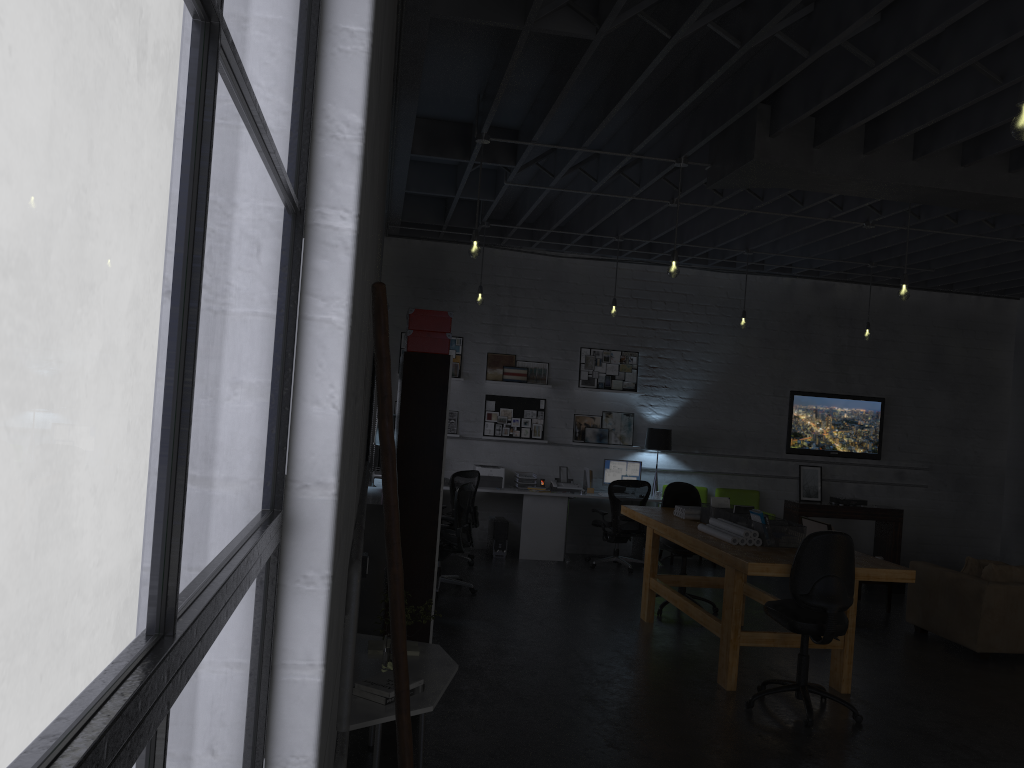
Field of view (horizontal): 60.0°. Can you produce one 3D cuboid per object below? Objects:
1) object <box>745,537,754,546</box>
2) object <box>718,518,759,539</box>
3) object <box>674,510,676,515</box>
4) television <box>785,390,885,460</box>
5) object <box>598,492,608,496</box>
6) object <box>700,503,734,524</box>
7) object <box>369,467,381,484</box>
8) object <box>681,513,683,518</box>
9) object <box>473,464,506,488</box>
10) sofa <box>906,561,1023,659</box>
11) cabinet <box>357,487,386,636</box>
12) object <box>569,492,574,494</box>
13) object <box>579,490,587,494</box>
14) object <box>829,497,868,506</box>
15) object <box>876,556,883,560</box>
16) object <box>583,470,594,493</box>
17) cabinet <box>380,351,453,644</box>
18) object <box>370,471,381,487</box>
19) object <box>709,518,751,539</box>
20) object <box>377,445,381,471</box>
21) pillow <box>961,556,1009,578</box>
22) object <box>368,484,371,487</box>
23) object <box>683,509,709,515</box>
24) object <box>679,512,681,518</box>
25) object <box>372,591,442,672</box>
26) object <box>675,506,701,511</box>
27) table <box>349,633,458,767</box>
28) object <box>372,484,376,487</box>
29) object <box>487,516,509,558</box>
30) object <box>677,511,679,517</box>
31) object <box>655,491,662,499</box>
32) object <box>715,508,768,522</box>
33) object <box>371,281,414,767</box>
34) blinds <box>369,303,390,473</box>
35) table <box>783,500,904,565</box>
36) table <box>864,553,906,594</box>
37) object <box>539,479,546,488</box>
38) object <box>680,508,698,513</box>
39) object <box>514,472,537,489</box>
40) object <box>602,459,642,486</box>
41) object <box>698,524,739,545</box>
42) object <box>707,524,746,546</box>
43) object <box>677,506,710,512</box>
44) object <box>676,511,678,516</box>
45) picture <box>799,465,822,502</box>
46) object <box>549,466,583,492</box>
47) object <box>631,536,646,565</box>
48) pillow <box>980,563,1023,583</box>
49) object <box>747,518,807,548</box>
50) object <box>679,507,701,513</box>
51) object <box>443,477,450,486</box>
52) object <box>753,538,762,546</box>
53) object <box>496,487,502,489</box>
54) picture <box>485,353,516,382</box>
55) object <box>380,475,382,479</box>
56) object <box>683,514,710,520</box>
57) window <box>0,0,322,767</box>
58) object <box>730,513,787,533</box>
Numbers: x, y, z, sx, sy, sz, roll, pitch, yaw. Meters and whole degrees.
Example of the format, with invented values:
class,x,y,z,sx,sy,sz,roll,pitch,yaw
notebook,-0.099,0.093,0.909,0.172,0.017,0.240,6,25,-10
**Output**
class,x,y,z,sx,sy,sz,roll,pitch,yaw
object,1.596,1.091,6.430,0.057,0.058,0.635,4,-1,-9
object,1.629,1.045,6.435,0.057,0.057,0.635,4,-1,-9
object,1.644,1.118,7.607,0.520,0.047,0.047,4,-1,-9
television,4.168,0.536,11.412,1.324,0.816,0.021,4,0,-9
object,1.248,1.314,10.511,0.422,0.028,0.181,5,-1,-14
object,1.731,1.070,7.198,0.316,0.156,0.306,4,-1,-9
object,-1.361,1.011,9.502,0.324,0.208,0.233,4,-1,-9
object,1.672,1.116,7.423,0.520,0.047,0.047,4,-1,-9
object,-0.279,1.100,10.583,0.351,0.235,0.351,4,-1,-9
sofa,4.825,2.003,7.797,2.330,0.628,1.104,4,-1,-9
cabinet,-0.929,1.357,6.716,0.465,1.021,1.151,4,-1,-9
object,0.699,1.278,10.430,0.076,0.016,0.017,3,-1,41
object,0.838,1.272,10.466,0.095,0.050,0.095,5,-1,-40
object,4.270,1.493,11.257,0.371,0.082,0.266,4,-1,-9
object,4.176,1.990,10.088,0.077,0.052,0.081,3,-1,40
object,0.934,1.181,10.753,0.087,0.259,0.236,4,-1,-9
cabinet,-0.637,0.842,5.709,0.291,2.047,0.873,4,0,-9
object,-1.151,0.996,8.760,0.485,0.230,0.420,4,-1,-9
object,1.573,1.041,6.426,0.057,0.057,0.635,4,-1,-9
object,-1.362,0.916,10.271,0.147,0.427,0.560,4,-1,28
pillow,4.072,1.689,7.648,0.523,0.403,0.319,4,-1,11
object,-1.320,1.076,9.165,0.392,0.064,0.259,4,-1,-9
object,1.680,1.075,7.392,0.520,0.047,0.046,4,-1,-11
object,1.665,1.116,7.469,0.520,0.047,0.047,4,-1,-9
object,-0.495,1.125,4.028,0.297,0.363,0.271,4,-1,26
object,1.650,1.077,7.585,0.520,0.047,0.046,4,-1,-9
table,-0.504,1.573,4.000,0.517,0.532,1.336,4,-1,-9
object,-1.117,0.986,7.707,0.209,0.208,0.104,4,-1,-8
object,-0.168,1.805,10.487,0.180,0.411,0.476,4,-1,-9
object,1.658,1.117,7.515,0.520,0.047,0.047,4,-1,-9
object,1.741,1.324,10.559,0.069,0.083,0.090,4,-1,-9
object,1.777,1.066,6.893,0.316,0.156,0.306,4,-1,-9
object,-0.372,0.760,2.876,0.320,2.120,0.425,4,0,-9
blinds,-1.295,0.133,8.500,0.100,1.632,2.119,4,-1,-9
table,4.182,1.938,11.256,1.410,0.820,0.403,4,-1,-9
table,3.894,2.154,10.206,0.873,0.300,0.873,4,-1,-5
object,0.369,1.206,10.721,0.093,0.116,0.067,4,-1,-9
object,1.671,1.076,7.447,0.520,0.047,0.046,4,-1,-9
object,0.162,1.161,10.646,0.229,0.180,0.316,4,-1,-9
object,1.329,1.132,10.813,0.465,0.417,0.212,4,-1,-4
object,1.484,1.083,6.413,0.057,0.058,0.635,4,-1,-9
object,1.540,1.088,6.422,0.058,0.057,0.635,4,-1,-9
object,1.657,1.077,7.538,0.520,0.047,0.046,4,-1,-9
object,1.651,1.117,7.561,0.520,0.047,0.047,4,-1,-9
picture,3.821,1.274,11.348,0.308,0.457,0.092,4,0,-9
object,0.635,1.147,10.713,0.405,0.280,0.399,4,-1,-9
object,1.605,1.940,10.680,0.180,0.411,0.476,4,-1,-9
pillow,4.240,1.698,7.459,0.704,0.402,0.291,4,-1,-9
object,1.871,1.059,6.285,0.316,0.156,0.306,4,-1,-9
object,1.664,1.076,7.493,0.520,0.047,0.046,4,-1,-9
object,-0.709,1.138,10.285,0.279,0.081,0.411,5,-2,-39
object,1.653,1.096,6.439,0.058,0.057,0.635,4,-1,-9
object,-0.147,1.212,10.293,0.075,0.016,0.017,4,-1,16
picture,-0.136,-0.197,10.764,0.355,0.343,0.042,4,0,-9
object,-1.159,0.888,8.140,0.212,0.417,0.465,4,-1,-9
object,1.679,1.115,7.377,0.520,0.047,0.047,4,-1,-9
window,-0.162,-0.030,0.260,0.030,1.219,1.822,4,-1,-9
object,1.824,1.063,6.589,0.316,0.156,0.306,4,-1,-9
